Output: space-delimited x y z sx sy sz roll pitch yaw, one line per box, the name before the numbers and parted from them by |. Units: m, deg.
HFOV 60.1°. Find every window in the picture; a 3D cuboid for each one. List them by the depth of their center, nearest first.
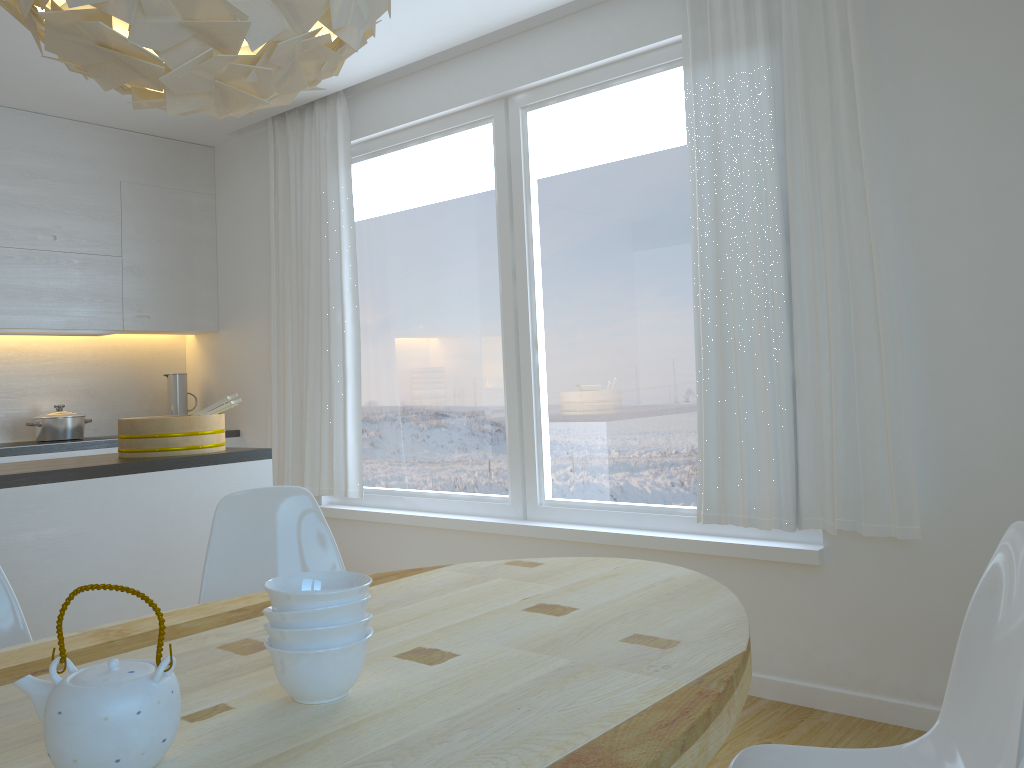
window | 0.043 -0.357 4.030 2.720 1.925 0.088 -4 -3 40

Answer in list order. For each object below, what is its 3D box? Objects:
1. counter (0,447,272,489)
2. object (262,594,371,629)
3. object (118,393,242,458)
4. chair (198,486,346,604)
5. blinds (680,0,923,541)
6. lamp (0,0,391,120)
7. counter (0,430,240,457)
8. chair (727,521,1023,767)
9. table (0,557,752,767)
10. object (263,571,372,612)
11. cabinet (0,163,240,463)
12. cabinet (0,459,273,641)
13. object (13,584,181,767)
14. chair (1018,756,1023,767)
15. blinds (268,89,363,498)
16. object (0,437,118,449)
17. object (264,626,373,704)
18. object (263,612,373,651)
counter | -1.905 0.308 2.607 0.599 0.040 2.401 -3 0 40
object | -0.276 0.350 1.261 0.152 0.096 0.150 -2 -1 -33
object | -1.253 0.152 3.338 0.430 0.215 0.377 -2 -1 -22
chair | -0.529 0.727 2.176 0.430 0.905 0.521 -1 -3 -30
blinds | 0.916 -0.579 3.050 0.792 2.168 0.150 -5 -4 40
lamp | -0.500 -0.967 1.372 0.645 1.139 0.639 -5 -3 39
counter | -2.494 0.333 4.698 0.599 0.040 2.001 -3 0 40
chair | 0.573 0.678 1.385 0.522 0.905 0.429 -3 -3 15
table | -0.383 0.808 1.216 1.191 0.727 2.190 -3 -1 39
object | -0.274 0.322 1.262 0.152 0.087 0.151 -2 -1 -22
cabinet | -2.846 0.028 4.219 0.479 2.308 3.201 -5 -3 40
cabinet | -1.884 0.783 2.578 0.599 0.913 2.401 -5 -2 40
object | -0.481 0.343 1.051 0.177 0.212 0.147 -4 -3 39
chair | 0.182 0.696 0.731 0.522 0.905 0.429 -5 -4 40
blinds | -1.122 -0.488 4.756 0.792 2.168 0.150 -5 -4 39
object | -2.494 0.315 4.704 0.560 0.013 0.654 -3 0 40
object | -0.271 0.397 1.252 0.152 0.083 0.151 -2 -1 -11
object | -0.273 0.374 1.257 0.152 0.093 0.151 -2 -1 -11
